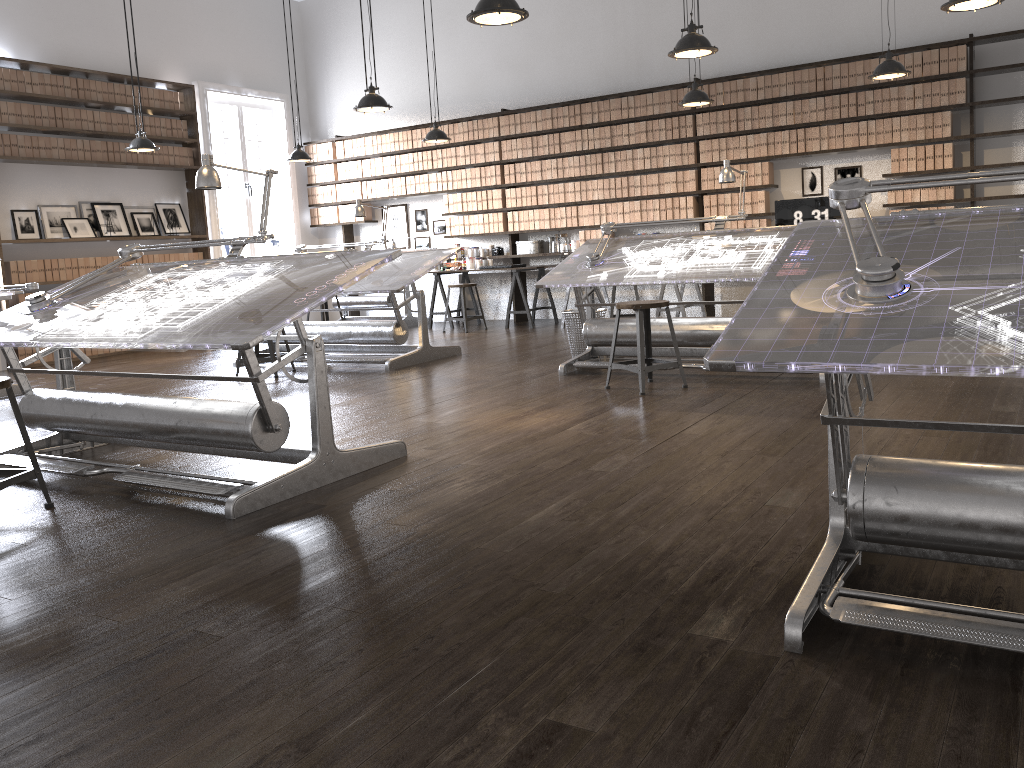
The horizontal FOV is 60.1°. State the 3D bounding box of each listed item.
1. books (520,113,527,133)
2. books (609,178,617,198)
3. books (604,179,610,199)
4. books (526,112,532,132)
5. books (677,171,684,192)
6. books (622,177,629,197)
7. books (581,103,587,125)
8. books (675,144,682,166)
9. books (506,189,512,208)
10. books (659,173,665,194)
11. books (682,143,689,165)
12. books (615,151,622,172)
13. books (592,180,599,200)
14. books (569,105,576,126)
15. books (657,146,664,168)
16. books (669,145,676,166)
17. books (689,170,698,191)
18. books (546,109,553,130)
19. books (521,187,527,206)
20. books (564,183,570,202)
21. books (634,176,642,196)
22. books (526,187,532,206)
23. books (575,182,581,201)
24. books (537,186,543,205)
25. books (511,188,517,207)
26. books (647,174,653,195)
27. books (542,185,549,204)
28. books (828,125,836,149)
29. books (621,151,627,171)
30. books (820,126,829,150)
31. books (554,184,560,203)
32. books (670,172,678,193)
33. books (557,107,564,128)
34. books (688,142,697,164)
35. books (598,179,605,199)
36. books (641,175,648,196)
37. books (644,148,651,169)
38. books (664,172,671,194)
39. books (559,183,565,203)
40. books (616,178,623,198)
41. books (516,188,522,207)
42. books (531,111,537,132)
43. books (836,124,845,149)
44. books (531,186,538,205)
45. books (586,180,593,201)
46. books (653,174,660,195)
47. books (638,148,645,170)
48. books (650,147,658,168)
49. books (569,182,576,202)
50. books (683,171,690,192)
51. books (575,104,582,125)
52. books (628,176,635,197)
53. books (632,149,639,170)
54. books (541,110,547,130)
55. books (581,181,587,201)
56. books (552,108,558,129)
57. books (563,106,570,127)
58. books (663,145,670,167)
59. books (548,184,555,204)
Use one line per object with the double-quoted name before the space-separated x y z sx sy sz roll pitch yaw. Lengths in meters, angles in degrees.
"books" 0.173 -2.971 10.111 0.067 0.224 0.175 0 8 32
"books" 1.128 -2.120 9.629 0.067 0.224 0.175 0 8 32
"books" 1.072 -2.121 9.658 0.067 0.224 0.175 0 8 32
"books" 0.231 -2.968 10.072 0.067 0.224 0.175 0 8 32
"books" 1.783 -2.097 9.222 0.067 0.224 0.175 0 8 32
"books" 1.253 -2.115 9.547 0.067 0.224 0.175 0 8 32
"books" 0.828 -2.948 9.702 0.067 0.224 0.175 0 8 32
"books" 1.763 -2.370 9.189 0.067 0.224 0.175 0 8 32
"books" 0.004 -2.159 10.327 0.067 0.224 0.175 0 8 32
"books" 1.613 -2.103 9.327 0.067 0.224 0.175 0 8 32
"books" 1.818 -2.369 9.160 0.067 0.224 0.175 0 8 32
"books" 1.181 -2.391 9.559 0.067 0.224 0.175 0 8 32
"books" 0.950 -2.126 9.738 0.067 0.224 0.175 0 8 32
"books" 0.701 -2.952 9.781 0.067 0.224 0.175 0 8 32
"books" 1.589 -2.377 9.306 0.067 0.224 0.175 0 8 32
"books" 1.706 -2.372 9.225 0.067 0.224 0.175 0 8 32
"books" 1.895 -2.092 9.146 0.067 0.224 0.175 0 8 32
"books" 0.460 -2.959 9.924 0.067 0.224 0.175 0 8 32
"books" 0.181 -2.153 10.218 0.067 0.224 0.175 0 8 32
"books" 0.658 -2.136 9.922 0.067 0.224 0.175 0 8 32
"books" 1.378 -2.110 9.470 0.067 0.224 0.175 0 8 32
"books" 0.238 -2.151 10.186 0.067 0.224 0.175 0 8 32
"books" 0.771 -2.131 9.847 0.067 0.224 0.175 0 8 32
"books" 0.365 -2.147 10.107 0.067 0.224 0.175 0 8 32
"books" 0.064 -2.156 10.286 0.067 0.224 0.175 0 8 32
"books" 1.500 -2.107 9.399 0.067 0.224 0.175 0 8 32
"books" 0.423 -2.144 10.065 0.067 0.224 0.175 0 8 32
"books" 3.051 -2.332 8.394 0.067 0.224 0.175 0 8 32
"books" 1.241 -2.389 9.521 0.067 0.224 0.175 0 8 32
"books" 2.990 -2.333 8.428 0.067 0.224 0.175 0 8 32
"books" 0.545 -2.140 9.994 0.067 0.224 0.175 0 8 32
"books" 1.721 -2.098 9.256 0.067 0.224 0.175 0 8 32
"books" 0.581 -2.956 9.856 0.067 0.224 0.175 0 8 32
"books" 1.879 -2.367 9.123 0.067 0.224 0.175 0 8 32
"books" 1.010 -2.123 9.697 0.067 0.224 0.175 0 8 32
"books" 1.440 -2.109 9.436 0.067 0.224 0.175 0 8 32
"books" 1.467 -2.380 9.375 0.067 0.224 0.175 0 8 32
"books" 1.666 -2.100 9.292 0.067 0.224 0.175 0 8 32
"books" 0.599 -2.137 9.953 0.067 0.224 0.175 0 8 32
"books" 1.193 -2.118 9.591 0.067 0.224 0.175 0 8 32
"books" 0.125 -2.154 10.248 0.067 0.224 0.175 0 8 32
"books" 0.289 -2.966 10.032 0.067 0.224 0.175 0 8 32
"books" 3.110 -2.330 8.356 0.067 0.224 0.175 0 8 32
"books" 0.298 -2.148 10.142 0.067 0.224 0.175 0 8 32
"books" 0.893 -2.128 9.778 0.067 0.224 0.175 0 8 32
"books" 1.554 -2.104 9.358 0.067 0.224 0.175 0 8 32
"books" 1.407 -2.383 9.415 0.067 0.224 0.175 0 8 32
"books" 1.529 -2.379 9.341 0.067 0.224 0.175 0 8 32
"books" 0.711 -2.134 9.887 0.067 0.224 0.175 0 8 32
"books" 1.843 -2.095 9.186 0.067 0.224 0.175 0 8 32
"books" 0.762 -2.949 9.737 0.067 0.224 0.175 0 8 32
"books" 1.320 -2.113 9.512 0.067 0.224 0.175 0 8 32
"books" 1.354 -2.385 9.449 0.067 0.224 0.175 0 8 32
"books" 0.406 -2.962 9.963 0.067 0.224 0.175 0 8 32
"books" 0.833 -2.130 9.813 0.067 0.224 0.175 0 8 32
"books" 0.520 -2.958 9.893 0.067 0.224 0.175 0 8 32
"books" 0.639 -2.954 9.815 0.067 0.224 0.175 0 8 32
"books" 1.647 -2.374 9.266 0.067 0.224 0.175 0 8 32
"books" 0.485 -2.142 10.031 0.067 0.224 0.175 0 8 32
